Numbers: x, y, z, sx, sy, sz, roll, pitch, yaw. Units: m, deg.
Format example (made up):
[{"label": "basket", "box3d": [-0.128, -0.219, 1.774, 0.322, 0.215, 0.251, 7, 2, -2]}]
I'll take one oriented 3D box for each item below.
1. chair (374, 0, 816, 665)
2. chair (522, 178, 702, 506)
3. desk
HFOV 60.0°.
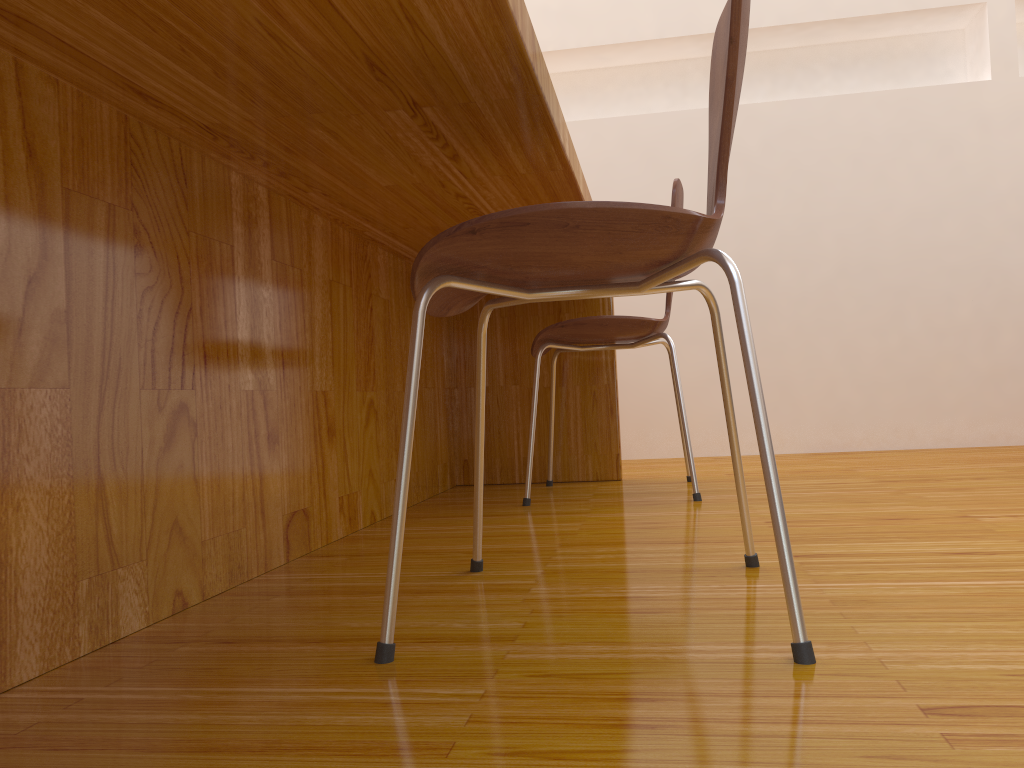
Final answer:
[{"label": "chair", "box3d": [0.081, -0.100, 0.966, 0.381, 0.693, 0.428, -3, -1, 9]}, {"label": "chair", "box3d": [0.226, -0.086, 2.076, 0.381, 0.693, 0.428, -3, -1, 9]}, {"label": "desk", "box3d": [-0.602, -0.240, 0.923, 1.248, 1.022, 3.216, -3, -1, 9]}]
